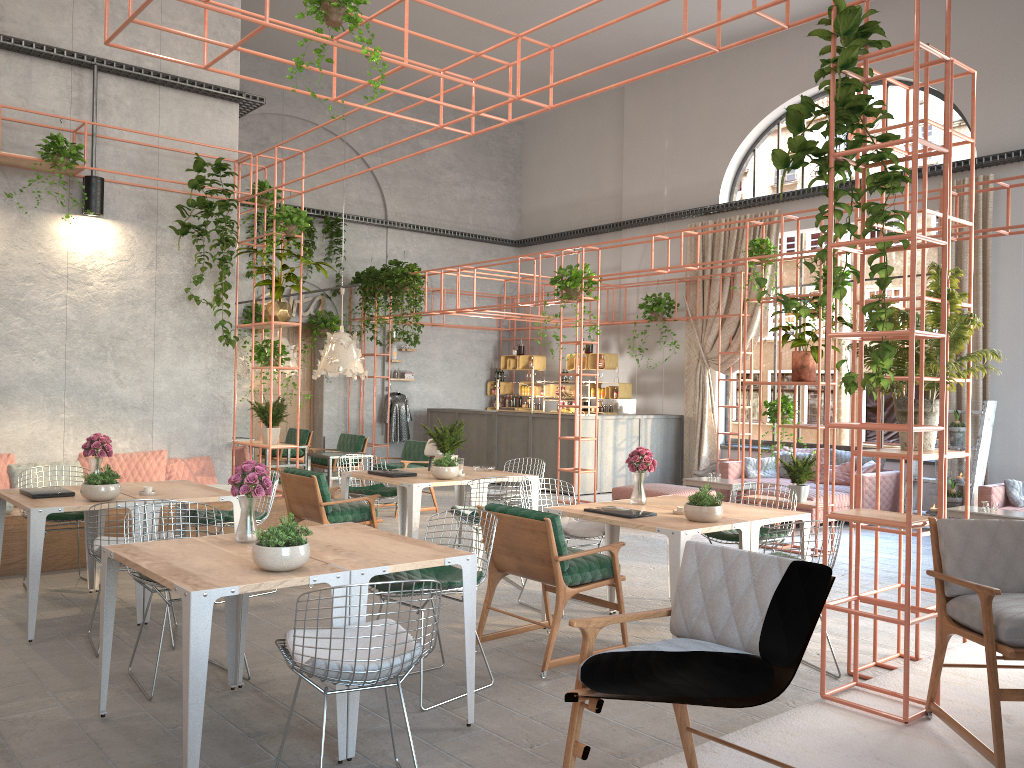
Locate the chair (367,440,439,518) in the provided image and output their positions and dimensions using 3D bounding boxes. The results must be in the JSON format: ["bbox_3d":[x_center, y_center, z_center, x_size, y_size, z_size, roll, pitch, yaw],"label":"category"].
[{"bbox_3d":[-1.412,1.214,11.570,0.685,0.929,0.722,1,0,-40],"label":"chair"}]

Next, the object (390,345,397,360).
[{"bbox_3d":[-2.241,-0.623,16.721,0.136,0.336,0.145,1,0,-26],"label":"object"}]

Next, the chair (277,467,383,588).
[{"bbox_3d":[-1.564,1.185,7.591,0.685,0.917,0.722,1,0,-40],"label":"chair"}]

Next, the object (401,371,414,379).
[{"bbox_3d":[-1.988,-0.168,16.941,0.219,0.149,0.129,1,0,-40],"label":"object"}]

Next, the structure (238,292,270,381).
[{"bbox_3d":[-4.456,-0.828,15.063,0.921,1.527,0.950,1,0,-6],"label":"structure"}]

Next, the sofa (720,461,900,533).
[{"bbox_3d":[3.711,1.441,11.880,1.960,0.672,2.219,1,0,-40],"label":"sofa"}]

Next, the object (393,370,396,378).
[{"bbox_3d":[-2.213,-0.179,16.742,0.063,0.151,0.063,1,0,36],"label":"object"}]

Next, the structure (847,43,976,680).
[{"bbox_3d":[2.372,-0.086,5.257,0.624,3.602,0.424,1,0,-40],"label":"structure"}]

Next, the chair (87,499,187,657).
[{"bbox_3d":[-2.369,1.155,5.601,0.565,0.941,0.717,1,0,-24],"label":"chair"}]

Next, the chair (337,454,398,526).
[{"bbox_3d":[-1.399,1.190,8.830,0.565,0.941,0.717,1,0,-39],"label":"chair"}]

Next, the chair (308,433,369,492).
[{"bbox_3d":[-2.546,1.200,12.929,0.685,0.930,0.722,1,0,-40],"label":"chair"}]

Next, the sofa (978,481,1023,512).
[{"bbox_3d":[5.976,1.470,9.166,1.960,0.672,2.219,1,0,-40],"label":"sofa"}]

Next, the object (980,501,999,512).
[{"bbox_3d":[4.984,1.313,9.309,0.199,0.145,0.156,1,0,-25],"label":"object"}]

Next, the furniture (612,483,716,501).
[{"bbox_3d":[1.920,1.513,11.234,0.941,0.446,0.976,1,0,-40],"label":"furniture"}]

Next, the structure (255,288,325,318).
[{"bbox_3d":[-3.864,-1.426,15.481,1.312,0.505,0.063,1,0,-40],"label":"structure"}]

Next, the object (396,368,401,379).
[{"bbox_3d":[-2.153,-0.204,16.804,0.081,0.204,0.081,1,0,-39],"label":"object"}]

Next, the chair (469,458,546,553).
[{"bbox_3d":[-0.036,1.215,8.765,0.717,0.941,0.565,1,0,-44],"label":"chair"}]

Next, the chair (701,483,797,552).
[{"bbox_3d":[1.762,1.238,6.639,0.717,0.941,0.565,1,0,-44],"label":"chair"}]

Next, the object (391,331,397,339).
[{"bbox_3d":[-2.235,-0.927,16.713,0.133,0.145,0.133,1,0,12],"label":"object"}]

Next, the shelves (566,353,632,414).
[{"bbox_3d":[1.410,0.371,16.114,0.328,1.838,1.750,1,0,-40],"label":"shelves"}]

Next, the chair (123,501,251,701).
[{"bbox_3d":[-1.812,1.162,4.922,0.565,0.941,0.717,1,0,-39],"label":"chair"}]

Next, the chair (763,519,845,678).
[{"bbox_3d":[1.595,1.228,5.285,0.565,0.941,0.717,1,0,-24],"label":"chair"}]

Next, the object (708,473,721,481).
[{"bbox_3d":[2.718,1.284,12.023,0.199,0.145,0.156,1,0,-25],"label":"object"}]

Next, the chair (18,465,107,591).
[{"bbox_3d":[-3.565,1.140,7.021,0.565,0.941,0.717,1,0,-39],"label":"chair"}]

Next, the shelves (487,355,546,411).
[{"bbox_3d":[0.180,0.355,17.588,0.328,1.838,1.750,1,0,-40],"label":"shelves"}]

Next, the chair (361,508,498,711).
[{"bbox_3d":[-0.450,1.188,4.856,0.717,0.941,0.565,1,0,-44],"label":"chair"}]

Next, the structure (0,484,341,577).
[{"bbox_3d":[-5.313,1.348,10.268,4.386,0.500,5.831,1,0,-40],"label":"structure"}]

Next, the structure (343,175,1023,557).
[{"bbox_3d":[2.955,-0.062,11.785,4.157,4.247,14.689,1,0,-40],"label":"structure"}]

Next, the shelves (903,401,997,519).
[{"bbox_3d":[5.472,1.004,11.156,0.856,1.618,0.842,1,0,-40],"label":"shelves"}]

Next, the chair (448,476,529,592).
[{"bbox_3d":[-0.203,1.205,7.410,0.565,0.941,0.717,1,0,-24],"label":"chair"}]

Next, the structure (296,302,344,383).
[{"bbox_3d":[-3.470,-0.785,15.942,0.950,1.527,0.921,1,0,-41],"label":"structure"}]

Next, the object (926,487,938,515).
[{"bbox_3d":[5.236,1.449,11.002,0.208,0.320,0.192,1,0,-34],"label":"object"}]

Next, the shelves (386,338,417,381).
[{"bbox_3d":[-2.093,-0.458,16.830,0.560,0.790,0.186,1,0,-40],"label":"shelves"}]

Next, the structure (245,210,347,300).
[{"bbox_3d":[-3.776,-2.263,15.407,0.856,1.514,1.939,1,0,44],"label":"structure"}]

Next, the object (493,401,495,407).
[{"bbox_3d":[-0.351,0.409,18.053,0.073,0.131,0.073,1,0,-15],"label":"object"}]

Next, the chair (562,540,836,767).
[{"bbox_3d":[0.625,1.010,2.728,0.685,0.929,0.722,1,0,-40],"label":"chair"}]

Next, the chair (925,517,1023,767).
[{"bbox_3d":[2.190,1.051,3.658,0.722,0.914,0.685,1,0,0],"label":"chair"}]

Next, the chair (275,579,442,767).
[{"bbox_3d":[-0.616,1.178,3.501,0.565,0.941,0.717,1,0,-24],"label":"chair"}]

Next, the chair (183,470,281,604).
[{"bbox_3d":[-2.202,1.165,6.955,0.717,0.941,0.565,1,0,-44],"label":"chair"}]

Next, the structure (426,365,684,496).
[{"bbox_3d":[0.680,0.722,16.023,2.579,2.022,4.057,1,0,-40],"label":"structure"}]

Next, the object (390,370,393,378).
[{"bbox_3d":[-2.276,-0.187,16.716,0.055,0.164,0.092,1,0,-21],"label":"object"}]

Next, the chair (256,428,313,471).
[{"bbox_3d":[-3.657,1.185,14.260,0.685,0.930,0.722,1,0,-40],"label":"chair"}]

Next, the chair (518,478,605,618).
[{"bbox_3d":[0.399,1.213,6.705,0.565,0.941,0.717,1,0,-39],"label":"chair"}]

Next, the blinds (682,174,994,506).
[{"bbox_3d":[4.486,-0.530,13.173,0.414,4.389,4.957,1,0,-39],"label":"blinds"}]

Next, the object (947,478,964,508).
[{"bbox_3d":[5.373,1.377,10.795,0.236,0.464,0.225,1,0,28],"label":"object"}]

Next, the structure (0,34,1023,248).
[{"bbox_3d":[-0.846,-3.016,8.212,15.603,0.110,15.203,1,0,-40],"label":"structure"}]

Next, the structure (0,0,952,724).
[{"bbox_3d":[-3.848,-0.766,8.172,4.501,4.345,14.096,1,0,-41],"label":"structure"}]

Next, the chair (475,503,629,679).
[{"bbox_3d":[0.233,1.208,5.464,0.685,0.917,0.722,1,0,-40],"label":"chair"}]
